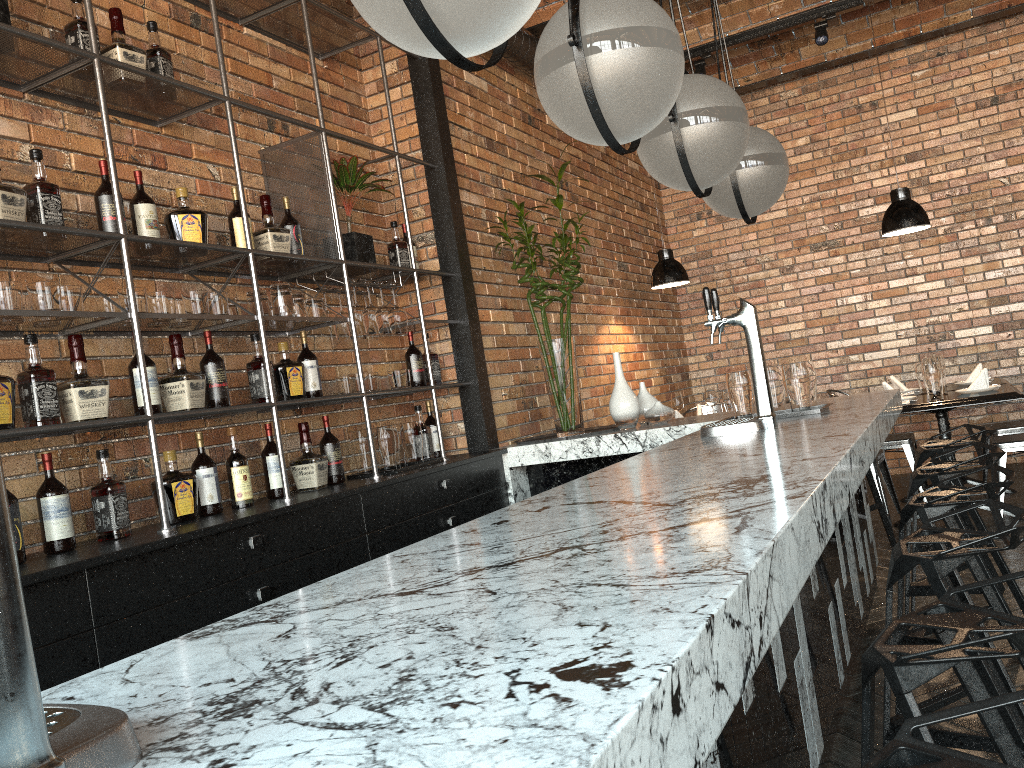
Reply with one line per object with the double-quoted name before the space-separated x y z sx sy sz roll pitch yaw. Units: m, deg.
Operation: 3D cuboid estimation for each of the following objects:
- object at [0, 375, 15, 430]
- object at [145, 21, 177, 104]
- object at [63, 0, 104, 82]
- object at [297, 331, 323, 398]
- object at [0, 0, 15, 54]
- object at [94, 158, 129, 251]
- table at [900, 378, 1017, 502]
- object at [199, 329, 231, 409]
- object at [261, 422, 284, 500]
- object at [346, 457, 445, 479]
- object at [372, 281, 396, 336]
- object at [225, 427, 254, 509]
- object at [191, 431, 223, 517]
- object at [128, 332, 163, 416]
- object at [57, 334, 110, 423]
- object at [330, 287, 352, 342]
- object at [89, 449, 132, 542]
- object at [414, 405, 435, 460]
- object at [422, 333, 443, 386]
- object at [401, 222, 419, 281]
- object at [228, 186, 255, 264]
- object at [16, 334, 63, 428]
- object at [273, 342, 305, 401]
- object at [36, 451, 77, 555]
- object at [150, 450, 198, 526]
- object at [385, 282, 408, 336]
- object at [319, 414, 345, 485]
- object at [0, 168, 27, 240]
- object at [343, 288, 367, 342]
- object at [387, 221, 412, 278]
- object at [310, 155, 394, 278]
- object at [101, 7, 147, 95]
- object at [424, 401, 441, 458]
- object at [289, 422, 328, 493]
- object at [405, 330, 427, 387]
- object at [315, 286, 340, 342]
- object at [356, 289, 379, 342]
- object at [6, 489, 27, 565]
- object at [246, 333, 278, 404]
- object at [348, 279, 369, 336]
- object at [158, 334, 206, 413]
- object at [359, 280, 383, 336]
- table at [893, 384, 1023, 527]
"object" -1.459 0.021 2.464 0.094 0.248 0.151 -9 -1 15
"object" -1.284 -1.170 3.211 0.083 0.282 0.083 -9 -1 11
"object" -1.422 -1.153 2.930 0.083 0.282 0.083 -9 -1 26
"object" -0.858 -0.076 3.732 0.086 0.298 0.086 -9 -1 -15
"object" -1.644 -1.247 2.598 0.430 0.526 0.425 -9 -1 28
"object" -1.332 -0.596 2.932 0.086 0.299 0.086 -9 -1 -15
"table" 3.019 0.405 6.141 0.872 0.758 0.872 -9 -1 26
"object" -1.091 -0.050 3.235 0.086 0.299 0.086 -9 -1 -15
"object" -0.930 0.297 3.453 0.086 0.298 0.086 -9 -1 -15
"object" -0.531 0.388 4.080 0.273 0.019 0.437 -9 -1 26
"object" -0.594 -0.349 4.114 0.092 0.244 0.092 -8 -1 -24
"object" -1.012 0.308 3.266 0.080 0.299 0.080 -9 -1 29
"object" -1.088 0.317 3.141 0.086 0.298 0.086 -9 -1 -15
"object" -1.231 -0.033 2.958 0.086 0.298 0.086 -9 -1 -15
"object" -1.322 -0.012 2.721 0.123 0.279 0.123 -10 -1 40
"object" -0.784 -0.320 4.098 0.092 0.244 0.092 -8 -1 -24
"object" -1.257 0.344 2.763 0.083 0.282 0.083 -9 -1 11
"object" -0.449 0.247 4.414 0.083 0.282 0.083 -9 -1 11
"object" -0.428 -0.121 4.579 0.083 0.282 0.083 -10 -1 36
"object" -0.539 -0.690 4.606 0.086 0.298 0.086 -9 -1 -10
"object" -1.067 -0.626 3.479 0.086 0.299 0.086 -9 -1 -15
"object" -1.395 -0.005 2.603 0.083 0.282 0.083 -9 -1 26
"object" -0.910 -0.045 3.587 0.094 0.248 0.151 -10 -1 35
"object" -1.346 0.347 2.603 0.086 0.298 0.086 -9 -1 -15
"object" -1.140 0.348 2.996 0.094 0.248 0.151 -10 -1 35
"object" -0.549 -0.355 4.207 0.092 0.244 0.092 -8 -1 -24
"object" -0.772 0.277 3.765 0.086 0.299 0.086 -9 -1 -15
"object" -1.494 -0.566 2.559 0.123 0.279 0.123 -9 -1 15
"object" -0.740 -0.325 4.187 0.092 0.244 0.092 -8 -1 -24
"object" -0.575 -0.678 4.468 0.083 0.282 0.083 -10 -1 41
"object" -0.731 -0.799 4.118 0.398 0.560 0.374 -9 -1 -2
"object" -1.354 -1.159 3.070 0.123 0.279 0.123 -9 -1 30
"object" -0.407 0.235 4.532 0.086 0.298 0.086 -9 -1 -15
"object" -0.830 0.294 3.606 0.123 0.279 0.123 -9 -1 15
"object" -0.492 -0.122 4.458 0.086 0.299 0.086 -9 -1 -15
"object" -0.832 -0.314 4.000 0.092 0.244 0.092 -8 -1 -24
"object" -0.695 -0.330 4.280 0.092 0.244 0.092 -8 -1 -24
"object" -1.396 0.352 2.426 0.086 0.297 0.086 -8 -1 -30
"object" -0.980 -0.055 3.451 0.083 0.282 0.083 -9 -1 11
"object" -0.686 -0.338 3.927 0.092 0.244 0.092 -8 -1 -24
"object" -1.149 -0.033 3.075 0.123 0.279 0.123 -9 -1 15
"object" -0.638 -0.344 4.025 0.092 0.244 0.092 -8 -1 -24
"table" 2.631 0.452 5.349 0.872 0.758 0.872 -9 -1 26
